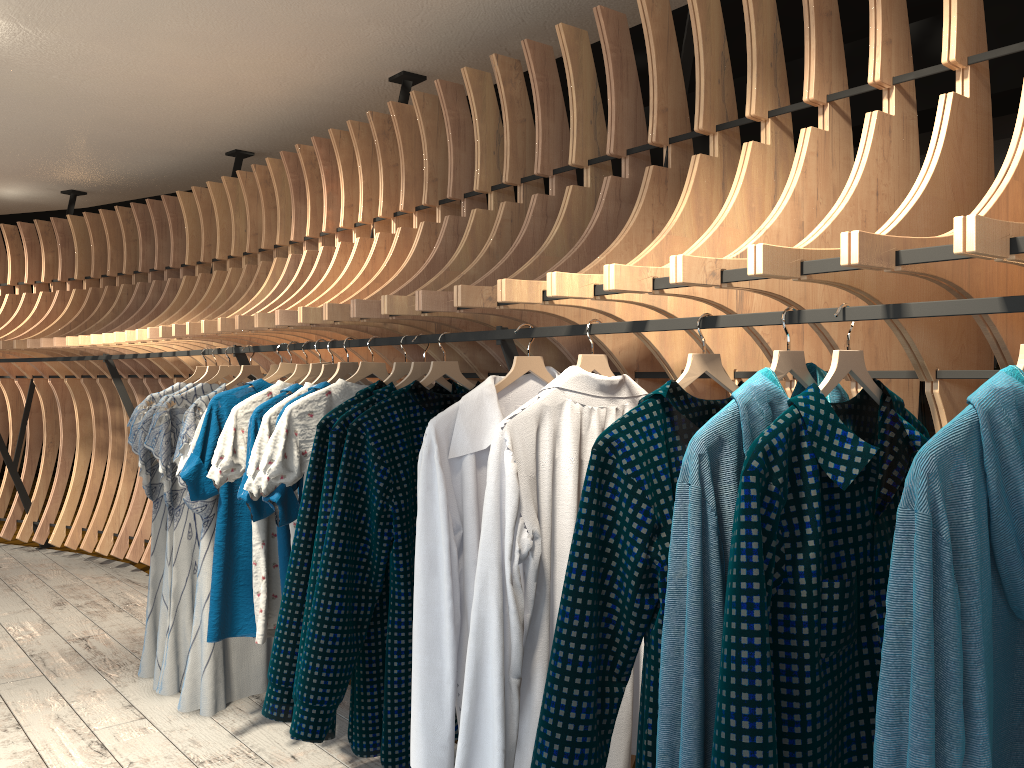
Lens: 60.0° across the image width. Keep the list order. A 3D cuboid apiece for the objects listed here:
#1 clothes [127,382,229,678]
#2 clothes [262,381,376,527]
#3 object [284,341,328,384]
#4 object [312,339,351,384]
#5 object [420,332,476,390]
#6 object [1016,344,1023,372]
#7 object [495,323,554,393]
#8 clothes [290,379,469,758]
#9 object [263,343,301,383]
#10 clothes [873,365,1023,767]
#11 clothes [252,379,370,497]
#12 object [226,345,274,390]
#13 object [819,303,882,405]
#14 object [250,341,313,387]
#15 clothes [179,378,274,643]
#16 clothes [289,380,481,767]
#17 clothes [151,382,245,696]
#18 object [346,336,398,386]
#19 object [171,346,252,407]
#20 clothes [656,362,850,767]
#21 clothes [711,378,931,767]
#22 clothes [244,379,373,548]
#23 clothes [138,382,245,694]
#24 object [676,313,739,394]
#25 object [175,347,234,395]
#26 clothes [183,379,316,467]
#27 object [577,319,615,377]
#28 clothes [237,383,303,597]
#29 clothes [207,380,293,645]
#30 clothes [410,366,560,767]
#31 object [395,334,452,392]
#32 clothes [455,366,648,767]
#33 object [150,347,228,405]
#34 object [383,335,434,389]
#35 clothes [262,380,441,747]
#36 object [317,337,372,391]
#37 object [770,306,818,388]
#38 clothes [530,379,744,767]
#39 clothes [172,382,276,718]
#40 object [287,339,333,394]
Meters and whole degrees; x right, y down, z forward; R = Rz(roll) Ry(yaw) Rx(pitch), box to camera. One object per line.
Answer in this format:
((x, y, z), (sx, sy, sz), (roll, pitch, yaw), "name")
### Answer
((-1.362, 0.678, 4.004), (0.677, 1.434, 0.204), (0, 0, -25), "clothes")
((-0.562, 0.446, 3.008), (0.167, 0.950, 0.742), (-1, 0, 34), "clothes")
((-0.748, -0.044, 3.246), (0.525, 0.270, 0.012), (-1, 0, -34), "object")
((-0.617, -0.034, 3.106), (0.524, 0.285, 0.013), (-1, 0, -44), "object")
((-0.195, -0.029, 2.571), (0.525, 0.270, 0.012), (-1, 0, -34), "object")
((0.801, -0.010, 1.344), (0.525, 0.270, 0.012), (-1, 0, -29), "object")
((0.043, -0.031, 2.283), (0.525, 0.270, 0.012), (-1, 0, -34), "object")
((-0.249, 0.512, 2.660), (0.913, 1.081, 0.238), (-1, 0, -40), "clothes")
((-0.892, -0.048, 3.439), (0.525, 0.270, 0.012), (0, 0, -14), "object")
((0.827, 0.506, 1.347), (0.715, 1.088, 0.257), (0, 0, -34), "clothes")
((-0.456, 0.434, 2.854), (0.734, 0.937, 0.164), (-1, 0, -36), "clothes")
((-1.084, -0.053, 3.679), (0.012, 0.270, 0.525), (-1, 0, 36), "object")
((0.609, -0.014, 1.606), (0.525, 0.270, 0.012), (-1, 0, -39), "object")
((-0.837, -0.039, 3.311), (0.523, 0.288, 0.015), (-1, 0, -29), "object")
((-0.856, 0.442, 3.302), (0.738, 0.971, 0.167), (0, 0, -31), "clothes")
((-0.200, 0.513, 2.588), (0.913, 1.081, 0.238), (-1, 0, -35), "clothes")
((-1.185, 0.683, 3.786), (0.677, 1.434, 0.204), (0, 0, -25), "clothes")
((-0.459, -0.029, 2.865), (0.524, 0.284, 0.014), (-1, 0, -29), "object")
((-1.208, -0.056, 3.801), (0.525, 0.270, 0.012), (0, 0, -24), "object")
((0.551, 0.499, 1.687), (0.715, 1.088, 0.257), (-1, 0, -44), "clothes")
((0.624, 0.529, 1.587), (0.913, 1.081, 0.238), (-1, 0, -40), "clothes")
((-0.577, 0.428, 3.096), (0.742, 0.938, 0.162), (-1, 0, -45), "clothes")
((-1.273, 0.681, 3.896), (0.204, 1.434, 0.677), (-1, 0, 40), "clothes")
((0.399, -0.018, 1.841), (0.525, 0.270, 0.012), (-1, 0, -34), "object")
((-1.300, -0.058, 3.902), (0.012, 0.270, 0.525), (-1, 0, 41), "object")
((-0.874, 0.425, 3.413), (0.743, 0.931, 0.158), (0, 0, -15), "clothes")
((0.192, -0.028, 2.102), (0.525, 0.270, 0.012), (-1, 0, -39), "object")
((-0.665, 0.443, 3.207), (0.167, 0.960, 0.743), (-1, 0, 44), "clothes")
((-0.722, 0.429, 3.226), (0.743, 0.931, 0.158), (-1, 0, -35), "clothes")
((0.084, 0.498, 2.281), (0.733, 1.106, 0.165), (0, 0, -34), "clothes")
((-0.264, -0.031, 2.679), (0.525, 0.270, 0.012), (-1, 0, -39), "object")
((0.159, 0.502, 2.098), (0.733, 1.106, 0.165), (-1, 0, -39), "clothes")
((-1.386, -0.060, 4.019), (0.525, 0.270, 0.012), (0, 0, -24), "object")
((-0.326, -0.032, 2.735), (0.525, 0.270, 0.012), (-1, 0, -39), "object")
((-0.332, 0.510, 2.751), (0.913, 1.081, 0.238), (-1, 0, -40), "clothes")
((-0.556, -0.043, 3.009), (0.012, 0.270, 0.525), (-1, 0, 36), "object")
((0.525, -0.017, 1.681), (0.525, 0.270, 0.012), (-1, 0, -39), "object")
((0.394, 0.524, 1.858), (0.913, 1.081, 0.238), (-1, 0, -35), "clothes")
((-1.100, 0.685, 3.680), (0.204, 1.434, 0.677), (-1, 0, 35), "clothes")
((-0.675, -0.037, 3.193), (0.523, 0.290, 0.013), (-1, 0, -44), "object")
